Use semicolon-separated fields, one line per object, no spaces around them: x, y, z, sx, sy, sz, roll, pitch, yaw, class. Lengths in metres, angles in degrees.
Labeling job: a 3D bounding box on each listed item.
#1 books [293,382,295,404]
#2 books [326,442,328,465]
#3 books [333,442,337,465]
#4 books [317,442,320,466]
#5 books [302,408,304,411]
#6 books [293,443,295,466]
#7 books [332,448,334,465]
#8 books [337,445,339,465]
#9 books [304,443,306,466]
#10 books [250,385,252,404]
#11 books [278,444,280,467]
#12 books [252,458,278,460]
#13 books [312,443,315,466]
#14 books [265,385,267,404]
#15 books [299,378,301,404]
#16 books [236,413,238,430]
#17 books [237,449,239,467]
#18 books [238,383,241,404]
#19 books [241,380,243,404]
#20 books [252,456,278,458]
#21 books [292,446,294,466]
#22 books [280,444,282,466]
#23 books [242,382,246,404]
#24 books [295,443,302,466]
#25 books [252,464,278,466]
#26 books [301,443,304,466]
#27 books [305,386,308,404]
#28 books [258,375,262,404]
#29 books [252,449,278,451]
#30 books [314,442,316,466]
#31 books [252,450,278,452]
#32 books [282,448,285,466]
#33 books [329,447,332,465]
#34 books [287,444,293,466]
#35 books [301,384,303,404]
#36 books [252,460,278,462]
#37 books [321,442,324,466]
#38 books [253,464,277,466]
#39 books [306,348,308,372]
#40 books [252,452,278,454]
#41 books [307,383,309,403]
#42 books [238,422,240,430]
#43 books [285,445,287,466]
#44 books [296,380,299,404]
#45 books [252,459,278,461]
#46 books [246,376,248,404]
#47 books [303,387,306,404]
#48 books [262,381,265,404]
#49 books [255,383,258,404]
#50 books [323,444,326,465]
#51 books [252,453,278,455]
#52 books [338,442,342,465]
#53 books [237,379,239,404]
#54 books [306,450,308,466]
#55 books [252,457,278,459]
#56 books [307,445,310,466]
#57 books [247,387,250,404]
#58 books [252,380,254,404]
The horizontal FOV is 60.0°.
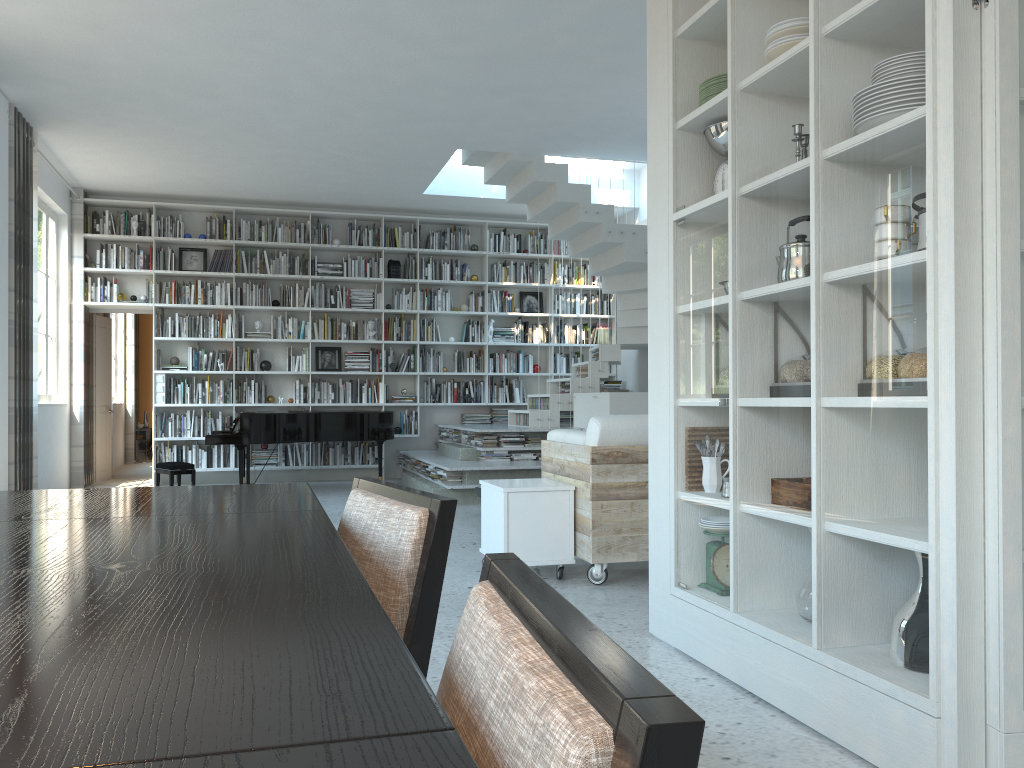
-2.540;0.101;10.332;0.012;0.254;0.161;0;-1;-16;books
-2.174;0.814;10.435;0.012;0.276;0.154;0;-1;-16;books
-2.087;0.805;10.454;0.026;0.294;0.155;0;-1;-16;books
-2.268;0.820;10.406;0.025;0.263;0.145;0;-1;-16;books
-2.435;0.441;10.347;0.013;0.320;0.173;0;-1;-16;books
-2.531;0.813;10.307;0.012;0.274;0.180;0;-1;-16;books
-2.117;0.854;10.457;0.030;0.197;0.143;0;-1;-16;books
-2.061;0.835;10.464;0.030;0.234;0.138;0;-1;-16;books
-2.418;0.821;10.335;0.024;0.260;0.189;0;-1;-16;books
-3.003;0.119;10.189;0.021;0.215;0.172;0;-1;-16;books
-2.699;0.823;10.266;0.012;0.254;0.161;0;-1;-16;books
-2.850;0.864;10.229;0.285;0.007;0.159;0;-1;-21;books
-2.322;0.823;10.370;0.026;0.256;0.183;0;-1;-16;books
-2.845;0.121;10.245;0.023;0.212;0.160;0;-1;-16;books
-2.477;0.083;10.349;0.014;0.291;0.132;0;-1;-16;books
-3.148;0.466;10.161;0.023;0.266;0.134;0;-1;-16;books
-3.135;0.850;10.160;0.025;0.198;0.160;0;-1;-16;books
-3.116;0.106;10.157;0.030;0.239;0.157;0;-1;-16;books
-3.094;0.090;10.155;0.012;0.272;0.181;0;-1;-16;books
-2.853;0.843;10.241;0.285;0.007;0.159;0;-1;-16;books
-2.544;0.835;10.311;0.011;0.232;0.174;0;-1;-16;books
-2.683;0.818;10.287;0.031;0.265;0.144;0;-1;-16;books
-3.070;0.102;10.170;0.042;0.248;0.162;0;-1;-16;books
-2.493;0.813;10.332;0.073;0.276;0.181;0;-1;-16;books
-2.854;0.940;10.240;0.285;0.007;0.159;0;-1;-16;books
-2.450;0.822;10.358;0.025;0.259;0.132;0;-1;-16;books
-2.401;0.128;10.368;0.024;0.201;0.158;0;-1;-16;books
-2.903;0.063;10.216;0.050;0.328;0.166;0;-1;-16;books
-2.850;0.761;10.230;0.285;0.005;0.159;0;-1;-11;books
-2.303;0.801;10.376;0.014;0.300;0.184;0;-1;-16;books
-2.853;0.772;10.242;0.285;0.005;0.159;0;-1;-16;books
-2.650;0.849;10.283;0.029;0.202;0.178;0;-1;-16;books
-2.136;0.849;10.420;0.028;0.206;0.175;0;-1;-16;books
-2.580;0.824;10.303;0.062;0.253;0.177;0;-1;-16;books
-2.454;0.118;10.347;0.029;0.221;0.153;0;-1;-16;books
-2.851;0.891;10.236;0.285;0.007;0.159;0;-1;-14;books
-2.226;0.796;10.408;0.034;0.311;0.170;0;-1;-16;books
-2.852;0.933;10.231;0.254;0.007;0.161;0;-1;-12;books
-2.395;-0.279;10.360;0.021;0.281;0.162;0;-1;-16;books
-2.851;0.794;10.234;0.285;0.005;0.159;0;-1;-19;books
-2.388;0.108;10.400;0.019;0.242;0.107;0;-1;-16;books
-3.123;0.493;10.162;0.026;0.213;0.140;0;-1;-16;books
-2.626;0.832;10.302;0.028;0.238;0.136;0;-1;-16;books
-2.504;0.093;10.331;0.027;0.269;0.159;0;-1;-16;books
-2.850;0.878;10.231;0.285;0.007;0.159;0;-1;-20;books
-3.043;0.070;10.177;0.014;0.313;0.166;0;-1;-16;books
-2.431;0.131;10.374;0.031;0.194;0.142;0;-1;-16;books
-2.865;0.096;10.224;0.027;0.261;0.163;0;-1;-16;books
-2.944;0.106;10.220;0.029;0.241;0.135;0;-1;-16;books
-2.201;0.829;10.426;0.022;0.247;0.144;0;-1;-16;books
-2.853;0.804;10.231;0.285;0.005;0.159;0;-1;-20;books
-2.033;0.822;10.472;0.028;0.261;0.132;0;-1;-16;books
-3.138;0.084;10.155;0.013;0.283;0.146;0;-1;-16;books
-2.399;0.861;10.357;0.024;0.180;0.171;0;-1;-16;books
-2.852;0.850;10.239;0.285;0.007;0.159;0;-1;-15;books
-2.383;0.833;10.382;0.021;0.237;0.115;0;-1;-16;books
-3.026;0.128;10.187;0.024;0.196;0.157;0;-1;-16;books
-2.979;0.092;10.193;0.027;0.269;0.185;0;-1;-16;books
